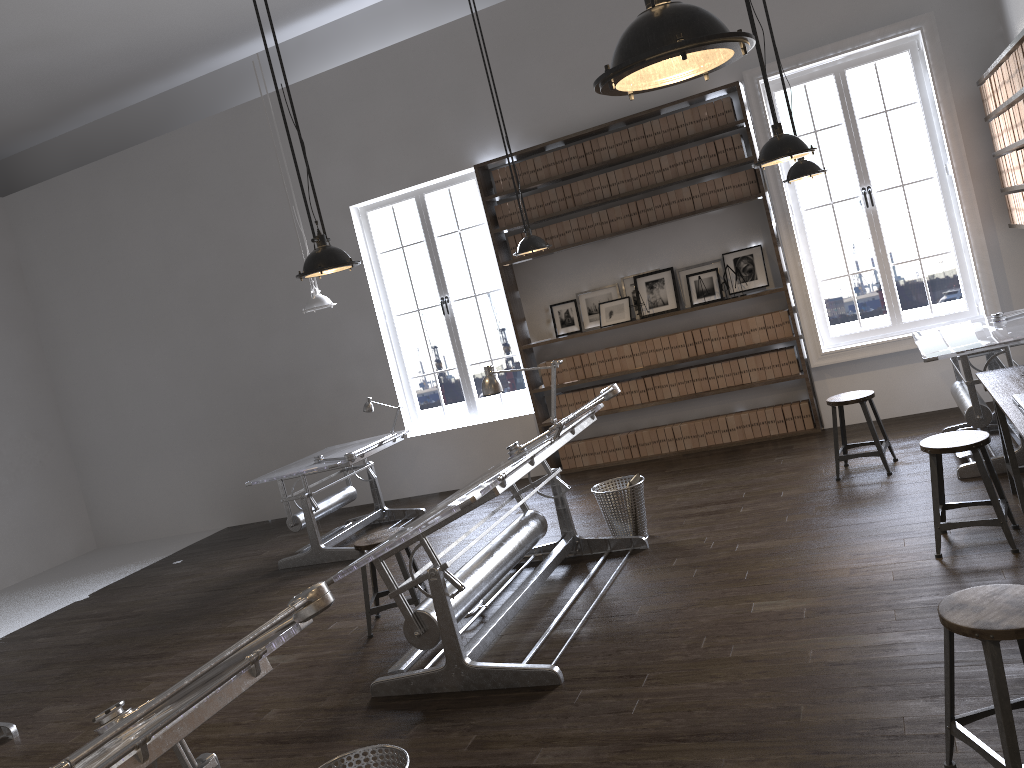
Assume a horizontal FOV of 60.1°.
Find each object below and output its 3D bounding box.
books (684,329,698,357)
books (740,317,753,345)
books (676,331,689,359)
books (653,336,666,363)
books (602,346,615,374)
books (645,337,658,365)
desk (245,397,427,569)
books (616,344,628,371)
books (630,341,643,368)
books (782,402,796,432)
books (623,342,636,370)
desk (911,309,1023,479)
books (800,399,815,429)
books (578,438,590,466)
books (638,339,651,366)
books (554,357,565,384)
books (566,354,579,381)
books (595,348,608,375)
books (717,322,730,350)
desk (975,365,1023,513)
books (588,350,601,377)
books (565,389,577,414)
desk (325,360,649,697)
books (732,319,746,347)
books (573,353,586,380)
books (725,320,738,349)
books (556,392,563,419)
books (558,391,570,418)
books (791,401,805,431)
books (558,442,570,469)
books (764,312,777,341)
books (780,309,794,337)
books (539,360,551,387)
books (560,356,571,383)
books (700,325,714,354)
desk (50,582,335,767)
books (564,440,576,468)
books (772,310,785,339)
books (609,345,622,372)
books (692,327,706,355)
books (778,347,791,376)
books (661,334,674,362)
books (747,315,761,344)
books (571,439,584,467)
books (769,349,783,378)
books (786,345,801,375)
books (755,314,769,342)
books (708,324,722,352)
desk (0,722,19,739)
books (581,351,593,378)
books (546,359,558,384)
[{"bbox_3d":[1.601,-0.364,7.875,0.066,0.225,0.176,-13,3,23],"label":"books"},{"bbox_3d":[2.047,-0.458,7.686,0.066,0.225,0.176,-13,3,23],"label":"books"},{"bbox_3d":[1.531,-0.350,7.902,0.066,0.225,0.176,-13,3,23],"label":"books"},{"bbox_3d":[1.344,-0.310,7.980,0.066,0.225,0.175,-13,3,23],"label":"books"},{"bbox_3d":[0.913,-0.220,8.164,0.066,0.225,0.176,-13,3,23],"label":"books"},{"bbox_3d":[1.282,-0.298,8.010,0.066,0.225,0.175,-13,3,23],"label":"books"},{"bbox_3d":[-1.381,0.762,7.559,1.166,1.186,1.277,-12,4,23],"label":"desk"},{"bbox_3d":[1.033,-0.245,8.112,0.066,0.225,0.176,-13,3,23],"label":"books"},{"bbox_3d":[1.154,-0.270,8.058,0.066,0.225,0.176,-13,3,23],"label":"books"},{"bbox_3d":[2.397,0.288,7.645,0.066,0.225,0.176,-13,3,23],"label":"books"},{"bbox_3d":[1.089,-0.257,8.087,0.066,0.225,0.176,-13,3,23],"label":"books"},{"bbox_3d":[3.175,-0.143,5.585,1.067,1.095,1.277,-12,4,23],"label":"desk"},{"bbox_3d":[2.534,0.259,7.591,0.066,0.225,0.176,-13,3,23],"label":"books"},{"bbox_3d":[0.707,0.643,8.359,0.066,0.225,0.176,-13,3,23],"label":"books"},{"bbox_3d":[1.219,-0.284,8.035,0.066,0.225,0.176,-13,3,23],"label":"books"},{"bbox_3d":[0.468,-0.126,8.345,0.066,0.225,0.176,-13,3,23],"label":"books"},{"bbox_3d":[0.586,-0.151,8.302,0.066,0.225,0.176,-13,3,23],"label":"books"},{"bbox_3d":[0.849,-0.206,8.191,0.066,0.225,0.175,-13,3,23],"label":"books"},{"bbox_3d":[1.863,-0.419,7.765,0.066,0.225,0.175,-13,3,23],"label":"books"},{"bbox_3d":[2.666,0.345,4.070,0.653,0.668,1.680,-12,5,23],"label":"desk"},{"bbox_3d":[0.783,-0.192,8.214,0.066,0.225,0.175,-13,3,23],"label":"books"},{"bbox_3d":[0.584,0.177,8.344,0.066,0.225,0.175,-13,3,23],"label":"books"},{"bbox_3d":[-0.001,0.556,4.906,1.072,1.383,2.296,-13,4,23],"label":"desk"},{"bbox_3d":[1.985,-0.444,7.707,0.066,0.225,0.176,-13,3,23],"label":"books"},{"bbox_3d":[0.651,-0.165,8.269,0.066,0.225,0.176,-13,3,23],"label":"books"},{"bbox_3d":[1.927,-0.433,7.738,0.066,0.225,0.176,-13,3,23],"label":"books"},{"bbox_3d":[0.453,0.206,8.396,0.066,0.225,0.176,-13,3,23],"label":"books"},{"bbox_3d":[0.518,0.192,8.368,0.066,0.225,0.176,-13,3,23],"label":"books"},{"bbox_3d":[2.466,0.273,7.622,0.066,0.225,0.176,-13,3,23],"label":"books"},{"bbox_3d":[0.517,0.682,8.443,0.066,0.225,0.175,-13,3,23],"label":"books"},{"bbox_3d":[2.227,-0.496,7.610,0.066,0.225,0.176,-13,3,23],"label":"books"},{"bbox_3d":[2.347,-0.520,7.554,0.066,0.225,0.176,-13,3,23],"label":"books"},{"bbox_3d":[0.339,-0.099,8.403,0.066,0.225,0.175,-13,3,23],"label":"books"},{"bbox_3d":[0.526,-0.139,8.325,0.066,0.225,0.176,-13,3,23],"label":"books"},{"bbox_3d":[1.735,-0.393,7.819,0.066,0.225,0.176,-13,3,23],"label":"books"},{"bbox_3d":[-1.209,1.134,1.806,1.072,1.383,2.083,-13,4,23],"label":"desk"},{"bbox_3d":[0.579,0.669,8.415,0.066,0.225,0.176,-13,3,23],"label":"books"},{"bbox_3d":[2.291,-0.509,7.586,0.066,0.225,0.175,-13,3,23],"label":"books"},{"bbox_3d":[0.971,-0.232,8.133,0.066,0.225,0.176,-13,3,23],"label":"books"},{"bbox_3d":[1.665,-0.377,7.842,0.066,0.225,0.176,-13,3,23],"label":"books"},{"bbox_3d":[2.345,-0.192,7.606,0.066,0.225,0.175,-13,3,23],"label":"books"},{"bbox_3d":[1.408,-0.323,7.949,0.066,0.225,0.176,-13,3,23],"label":"books"},{"bbox_3d":[2.103,-0.470,7.660,0.066,0.225,0.176,-13,3,23],"label":"books"},{"bbox_3d":[0.641,0.657,8.384,0.066,0.225,0.176,-13,3,23],"label":"books"},{"bbox_3d":[2.281,-0.179,7.633,0.066,0.225,0.176,-13,3,23],"label":"books"},{"bbox_3d":[2.407,-0.205,7.575,0.066,0.225,0.175,-13,3,23],"label":"books"},{"bbox_3d":[2.163,-0.482,7.633,0.066,0.225,0.176,-13,3,23],"label":"books"},{"bbox_3d":[1.798,-0.405,7.788,0.066,0.225,0.175,-13,3,23],"label":"books"},{"bbox_3d":[-3.608,1.511,4.228,1.072,1.383,2.083,-13,4,23],"label":"desk"},{"bbox_3d":[0.721,-0.180,8.246,0.066,0.225,0.176,-13,3,23],"label":"books"},{"bbox_3d":[0.403,-0.112,8.372,0.066,0.225,0.176,-13,3,23],"label":"books"}]
